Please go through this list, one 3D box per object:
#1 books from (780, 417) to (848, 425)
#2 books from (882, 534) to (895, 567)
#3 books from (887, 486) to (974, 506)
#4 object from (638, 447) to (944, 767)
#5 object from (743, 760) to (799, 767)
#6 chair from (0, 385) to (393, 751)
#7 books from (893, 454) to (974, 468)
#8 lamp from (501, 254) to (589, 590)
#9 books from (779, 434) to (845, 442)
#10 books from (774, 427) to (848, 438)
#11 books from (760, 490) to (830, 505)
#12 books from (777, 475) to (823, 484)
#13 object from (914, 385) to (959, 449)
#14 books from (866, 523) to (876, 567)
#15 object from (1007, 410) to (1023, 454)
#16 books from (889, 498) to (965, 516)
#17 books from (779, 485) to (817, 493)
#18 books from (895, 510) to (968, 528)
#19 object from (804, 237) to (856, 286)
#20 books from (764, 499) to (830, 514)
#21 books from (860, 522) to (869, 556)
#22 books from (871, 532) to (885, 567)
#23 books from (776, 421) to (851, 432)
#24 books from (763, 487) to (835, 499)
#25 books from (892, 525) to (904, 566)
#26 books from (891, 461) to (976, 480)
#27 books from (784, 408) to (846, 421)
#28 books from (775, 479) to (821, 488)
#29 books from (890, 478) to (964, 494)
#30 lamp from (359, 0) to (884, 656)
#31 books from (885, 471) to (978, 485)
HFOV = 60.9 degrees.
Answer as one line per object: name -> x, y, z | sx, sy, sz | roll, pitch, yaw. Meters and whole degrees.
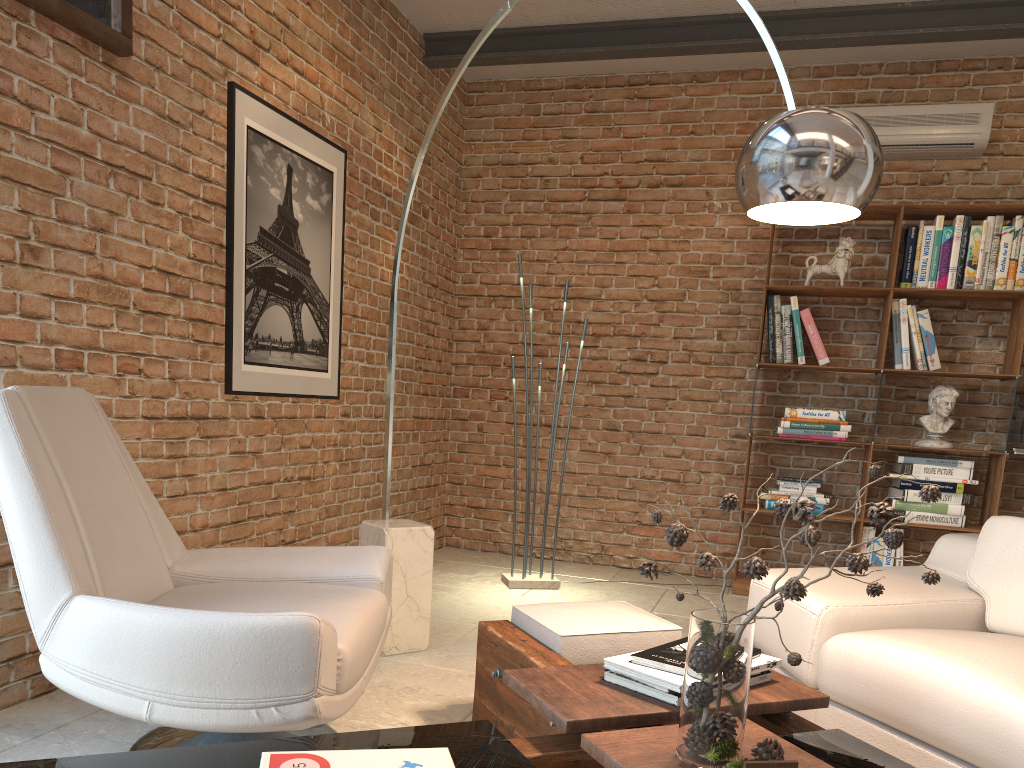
books -> 1.741, 0.214, 5.043 | 0.354, 0.021, 0.269 | 3, -1, 15
books -> 2.150, 1.035, 5.023 | 0.055, 0.335, 0.251 | 6, 6, 18
books -> 2.345, 0.626, 4.899 | 0.379, 0.065, 0.241 | 4, -1, 4
object -> 0.526, 0.411, 1.600 | 0.543, 0.618, 0.309 | 3, 7, -12
object -> 0.436, 0.665, 1.396 | 0.094, 0.083, 0.112 | 3, 3, -11
chair -> -0.873, 0.534, 2.407 | 0.983, 1.016, 1.010 | 4, 4, 1
books -> 2.355, 0.432, 4.884 | 0.378, 0.037, 0.242 | 3, -1, 17
lamp -> 0.162, 0.241, 4.837 | 0.419, 1.854, 0.194 | 2, 9, -13
books -> 1.733, 0.309, 5.052 | 0.354, 0.021, 0.270 | 3, -1, 17
books -> 1.725, 0.279, 5.044 | 0.378, 0.037, 0.242 | 3, -1, 12
books -> 1.661, 0.665, 5.130 | 0.378, 0.037, 0.242 | 3, -1, 17
books -> 1.684, 0.559, 5.108 | 0.251, 0.017, 0.161 | 3, -1, 17
object -> 2.362, 0.180, 4.836 | 0.194, 0.357, 0.192 | 8, 8, 32
books -> 2.058, 1.004, 5.062 | 0.036, 0.390, 0.240 | 6, 7, 18
object -> 2.850, 0.265, 4.671 | 0.334, 0.237, 0.280 | 4, 3, 17
books -> 2.335, 0.687, 4.927 | 0.360, 0.056, 0.280 | 3, -1, 19
books -> 1.682, 0.613, 5.130 | 0.205, 0.034, 0.131 | 3, -1, 17
books -> 2.327, 0.746, 4.918 | 0.378, 0.065, 0.242 | 3, -1, 11
object -> 1.766, -0.678, 4.851 | 0.250, 0.288, 0.129 | 6, 8, 24
books -> 1.675, 0.713, 5.123 | 0.324, 0.056, 0.253 | 3, -1, 27
books -> 2.019, 1.001, 5.057 | 0.036, 0.390, 0.240 | 6, 7, 18
books -> 2.098, 1.033, 5.045 | 0.057, 0.336, 0.251 | 6, 6, 18
books -> 1.735, 0.242, 5.028 | 0.379, 0.037, 0.242 | 3, -1, 11
books -> 1.675, 0.638, 5.111 | 0.379, 0.018, 0.241 | 3, -1, 10
books -> 2.218, 1.011, 5.021 | 0.079, 0.392, 0.240 | 6, 7, 17
books -> 2.357, 0.484, 4.895 | 0.378, 0.065, 0.242 | 3, -1, 11
books -> 1.751, 0.176, 5.033 | 0.325, 0.056, 0.253 | 3, -1, 19
books -> 1.680, 0.586, 5.134 | 0.236, 0.019, 0.169 | 3, -1, 10
books -> 2.319, 0.563, 4.886 | 0.325, 0.056, 0.252 | 3, -1, 12
lamp -> 0.142, -0.073, 2.731 | 0.318, 2.392, 1.996 | -3, 8, -37
books -> 2.341, 0.526, 4.887 | 0.442, 0.021, 0.270 | 3, -1, 17
